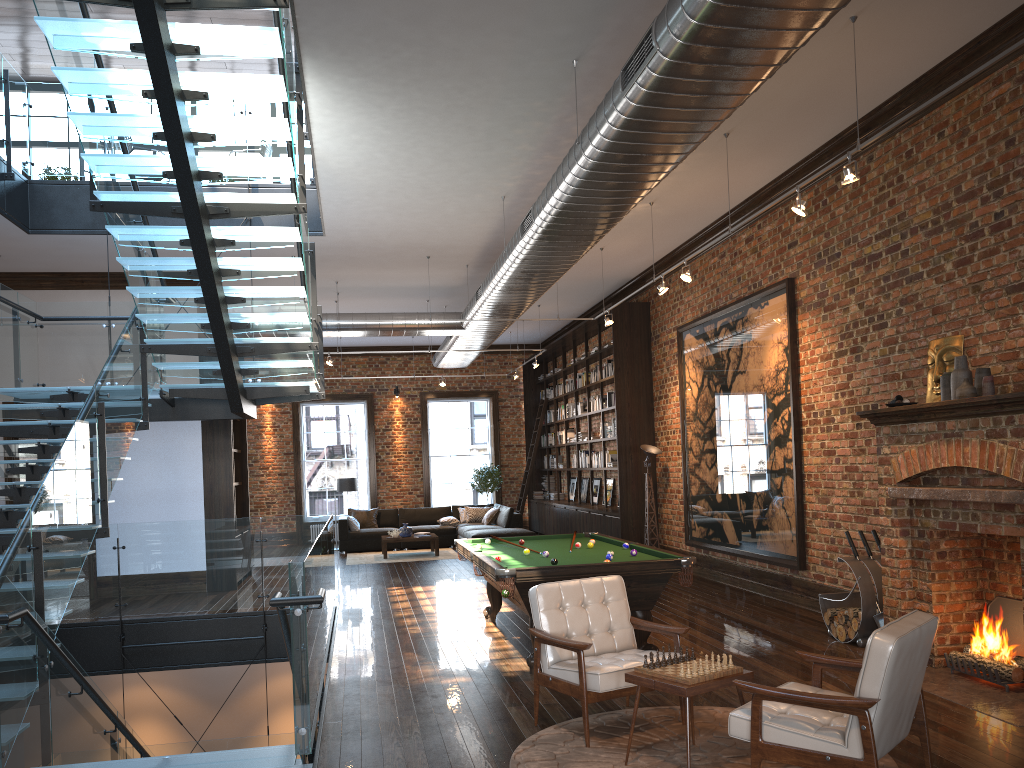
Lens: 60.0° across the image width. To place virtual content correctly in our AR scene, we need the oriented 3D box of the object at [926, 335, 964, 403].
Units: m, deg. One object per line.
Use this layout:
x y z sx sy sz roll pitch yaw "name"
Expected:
3.280 -0.085 6.786 0.125 0.535 0.410 -2 -2 -10 "object"

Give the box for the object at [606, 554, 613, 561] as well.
0.778 1.386 7.084 0.057 0.057 0.057 -2 -3 -5 "object"

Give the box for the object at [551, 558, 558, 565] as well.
0.330 1.387 6.911 0.057 0.057 0.057 -2 -3 -5 "object"

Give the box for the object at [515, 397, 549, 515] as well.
0.381 1.855 19.591 0.896 3.072 0.496 -2 -1 -10 "object"

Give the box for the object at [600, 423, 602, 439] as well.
1.568 0.813 15.468 0.069 0.288 0.117 -2 -1 -17 "object"

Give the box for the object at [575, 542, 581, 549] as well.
0.614 1.498 8.226 0.057 0.057 0.057 1 -4 -45 "object"

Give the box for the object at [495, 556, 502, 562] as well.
-0.112 1.434 7.236 0.057 0.057 0.057 -4 -4 37 "object"

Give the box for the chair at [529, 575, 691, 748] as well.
0.580 1.618 5.281 0.767 0.864 0.744 -1 -3 -30 "chair"

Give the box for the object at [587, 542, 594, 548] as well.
0.724 1.490 8.187 0.057 0.057 0.057 -2 -3 -10 "object"

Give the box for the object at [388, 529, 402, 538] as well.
-2.131 2.737 16.220 0.219 0.159 0.218 -4 -4 32 "object"

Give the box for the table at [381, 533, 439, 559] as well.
-1.904 3.006 16.495 1.000 0.344 1.005 -1 -5 -10 "table"

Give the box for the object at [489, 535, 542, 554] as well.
0.013 1.546 8.580 0.028 0.072 1.612 -2 -5 -18 "object"

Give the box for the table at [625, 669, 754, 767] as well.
0.909 1.719 4.531 0.516 0.494 0.464 0 -3 -35 "table"

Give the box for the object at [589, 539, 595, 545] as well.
0.772 1.520 8.524 0.057 0.057 0.057 -4 -3 35 "object"

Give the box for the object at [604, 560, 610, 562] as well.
0.716 1.350 6.672 0.057 0.057 0.057 -3 -3 8 "object"

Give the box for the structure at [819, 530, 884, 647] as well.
2.999 1.686 7.377 0.537 0.917 0.930 -2 -3 -10 "structure"

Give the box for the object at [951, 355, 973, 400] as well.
3.232 -0.029 6.372 0.145 0.349 0.145 -3 -1 27 "object"

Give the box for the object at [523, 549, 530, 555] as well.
0.129 1.477 7.800 0.057 0.057 0.057 -4 -3 27 "object"

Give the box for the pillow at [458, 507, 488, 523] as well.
-0.781 2.741 18.510 0.703 0.337 0.270 -1 -2 -9 "pillow"

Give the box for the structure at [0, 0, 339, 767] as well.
-3.126 0.564 6.773 3.574 14.470 7.063 -2 -1 -10 "structure"

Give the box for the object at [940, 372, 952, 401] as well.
3.215 0.035 6.517 0.118 0.249 0.118 -3 -2 38 "object"

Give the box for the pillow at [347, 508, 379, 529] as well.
-3.065 2.749 18.149 0.700 0.439 0.305 -2 -2 -10 "pillow"

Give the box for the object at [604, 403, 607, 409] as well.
1.666 0.383 15.510 0.096 0.136 0.236 -1 -4 -26 "object"

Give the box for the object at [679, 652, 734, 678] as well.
0.974 1.389 4.436 0.334 0.100 0.076 1 -4 -35 "object"

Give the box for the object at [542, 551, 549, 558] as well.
0.287 1.446 7.528 0.057 0.057 0.057 0 -4 -40 "object"

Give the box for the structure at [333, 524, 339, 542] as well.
-3.927 3.348 20.011 1.301 0.395 0.216 -1 -2 -10 "structure"

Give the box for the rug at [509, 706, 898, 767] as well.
0.970 1.966 4.659 1.969 0.015 1.978 -1 -5 -8 "rug"

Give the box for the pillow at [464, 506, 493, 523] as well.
-0.679 2.695 18.346 0.611 0.361 0.289 -2 -2 -6 "pillow"

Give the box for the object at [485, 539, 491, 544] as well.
-0.245 1.605 9.027 0.057 0.057 0.057 -2 -3 -9 "object"

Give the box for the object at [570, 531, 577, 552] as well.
0.600 1.532 8.683 0.028 0.072 1.611 -2 -5 6 "object"

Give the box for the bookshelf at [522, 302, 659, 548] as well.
1.247 1.117 17.104 0.600 3.989 7.438 -2 -4 -10 "bookshelf"

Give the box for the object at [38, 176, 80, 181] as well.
-7.480 -2.700 14.714 0.802 1.861 0.811 -3 -2 38 "object"

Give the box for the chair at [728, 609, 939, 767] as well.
1.455 1.465 3.987 0.743 0.864 0.768 -4 -3 40 "chair"

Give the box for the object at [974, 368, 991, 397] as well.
3.295 0.006 6.198 0.120 0.242 0.120 -2 -1 10 "object"

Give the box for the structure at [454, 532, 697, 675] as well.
0.412 1.879 7.964 1.552 0.849 2.969 -1 -5 -10 "structure"

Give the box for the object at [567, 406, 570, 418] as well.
1.139 0.569 17.921 0.075 0.254 0.088 -2 -1 -20 "object"

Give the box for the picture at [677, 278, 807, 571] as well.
2.640 0.565 10.646 0.080 2.995 3.213 -2 -3 -10 "picture"

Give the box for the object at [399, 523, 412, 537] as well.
-1.967 2.703 16.417 0.216 0.250 0.215 -3 -3 23 "object"

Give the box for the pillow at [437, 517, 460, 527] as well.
-1.309 2.829 18.204 0.409 0.203 0.613 -1 -5 -12 "pillow"

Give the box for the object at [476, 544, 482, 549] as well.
-0.316 1.553 8.437 0.057 0.057 0.057 -2 -3 -11 "object"

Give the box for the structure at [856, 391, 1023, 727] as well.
3.090 1.064 5.951 0.886 1.903 2.006 -2 -3 -10 "structure"

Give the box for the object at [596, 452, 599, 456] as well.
1.615 1.387 16.214 0.166 0.282 0.015 -2 0 -10 "object"

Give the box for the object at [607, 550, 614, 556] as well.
0.817 1.410 7.356 0.057 0.057 0.057 -4 -3 29 "object"

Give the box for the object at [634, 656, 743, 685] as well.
0.902 1.464 4.541 0.388 0.028 0.390 1 -6 -35 "object"

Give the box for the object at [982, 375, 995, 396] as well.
3.261 0.028 6.071 0.082 0.178 0.081 -3 -1 32 "object"

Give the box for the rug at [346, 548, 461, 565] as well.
-2.020 3.170 16.344 2.020 0.003 2.123 -1 -5 -10 "rug"

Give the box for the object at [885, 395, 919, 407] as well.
2.933 0.133 6.678 0.237 0.105 0.237 -2 -4 0 "object"

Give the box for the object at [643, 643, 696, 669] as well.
0.826 1.414 4.648 0.334 0.100 0.076 1 -4 -35 "object"

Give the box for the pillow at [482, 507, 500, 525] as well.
-0.431 2.680 17.915 0.313 0.354 0.631 -2 -4 -11 "pillow"

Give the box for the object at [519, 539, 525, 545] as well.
0.096 1.572 8.811 0.057 0.057 0.057 -4 -4 38 "object"

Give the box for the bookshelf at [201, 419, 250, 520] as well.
-4.248 1.211 13.213 0.400 3.510 1.787 -2 -1 -10 "bookshelf"

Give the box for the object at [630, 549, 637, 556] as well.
1.013 1.404 7.373 0.057 0.057 0.057 -3 -3 12 "object"

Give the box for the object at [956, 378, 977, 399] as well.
3.151 0.044 6.151 0.136 0.169 0.136 -4 -3 32 "object"

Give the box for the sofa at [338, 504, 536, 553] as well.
-1.581 2.822 17.097 3.498 0.802 3.464 -1 -5 -10 "sofa"

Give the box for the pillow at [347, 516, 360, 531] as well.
-3.166 2.790 17.737 0.244 0.304 0.576 -2 -4 -9 "pillow"

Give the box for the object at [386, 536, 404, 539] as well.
-2.135 2.806 16.207 0.267 0.018 0.202 -3 -5 14 "object"

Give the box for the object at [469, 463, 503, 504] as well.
-0.579 2.717 20.219 0.812 1.861 0.802 -2 -1 -2 "object"
